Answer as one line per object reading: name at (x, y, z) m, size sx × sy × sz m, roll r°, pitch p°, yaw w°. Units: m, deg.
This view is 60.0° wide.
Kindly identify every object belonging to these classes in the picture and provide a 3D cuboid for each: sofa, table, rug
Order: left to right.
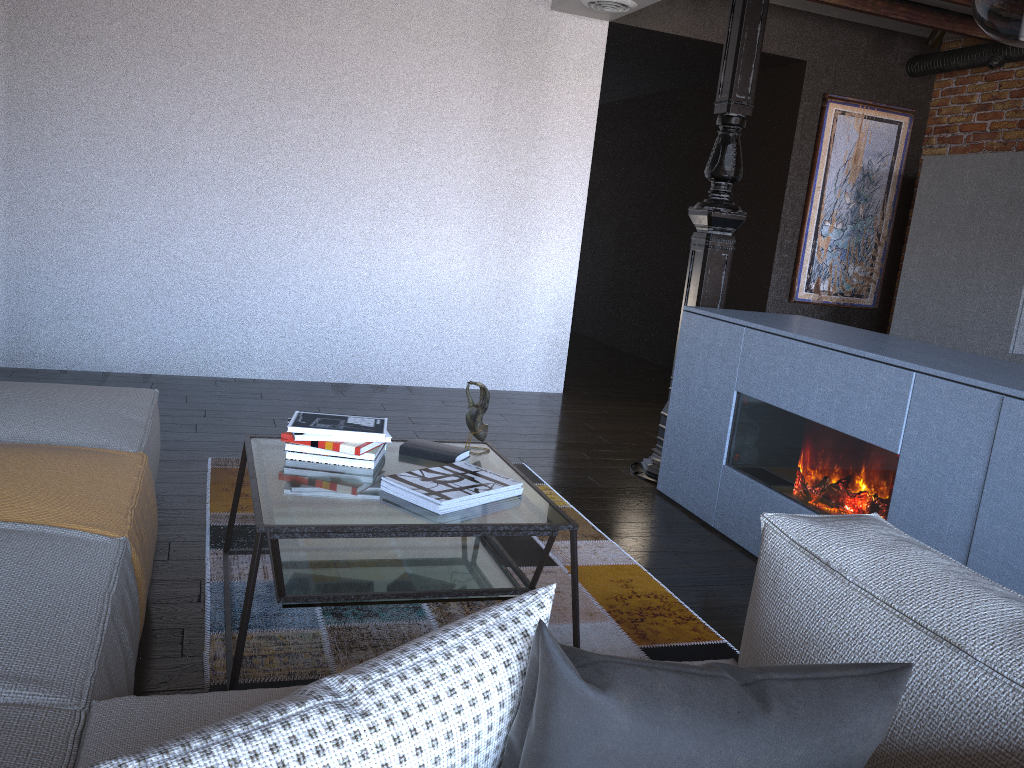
sofa at (-0.673, 0.381, 1.916) m, size 2.536 × 0.698 × 3.296 m, roll 3°, pitch 11°, yaw -20°
table at (-0.335, 0.437, 2.429) m, size 0.842 × 0.389 × 0.847 m, roll 3°, pitch 11°, yaw -19°
rug at (-0.237, 0.584, 2.855) m, size 1.432 × 0.013 × 2.361 m, roll 3°, pitch 11°, yaw -19°

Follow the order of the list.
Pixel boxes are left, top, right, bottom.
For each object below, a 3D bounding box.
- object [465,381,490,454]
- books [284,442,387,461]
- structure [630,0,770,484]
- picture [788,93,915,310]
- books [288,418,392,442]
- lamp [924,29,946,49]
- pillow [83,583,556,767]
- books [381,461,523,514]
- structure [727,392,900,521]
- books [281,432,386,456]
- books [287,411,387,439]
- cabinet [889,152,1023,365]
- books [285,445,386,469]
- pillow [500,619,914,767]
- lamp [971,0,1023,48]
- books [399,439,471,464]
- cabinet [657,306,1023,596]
object at (-0.112, 0.096, 2.726) m, size 0.099 × 0.223 × 0.093 m, roll 10°, pitch 11°, yaw 20°
books at (-0.498, 0.168, 2.532) m, size 0.251 × 0.023 × 0.209 m, roll 6°, pitch 10°, yaw 0°
structure at (-2.221, -0.628, 1.594) m, size 8.513 × 2.396 × 0.481 m, roll -2°, pitch 14°, yaw -38°
picture at (2.469, -1.296, 6.454) m, size 0.780 × 1.472 × 0.067 m, roll 3°, pitch 11°, yaw -19°
books at (-0.492, 0.130, 2.521) m, size 0.268 × 0.014 × 0.196 m, roll 3°, pitch 11°, yaw -20°
lamp at (2.749, -2.273, 5.735) m, size 0.130 × 0.207 × 0.091 m, roll 16°, pitch 14°, yaw 42°
pillow at (-0.174, 0.391, 0.835) m, size 0.543 × 0.402 × 0.250 m, roll -1°, pitch 13°, yaw -37°
books at (-0.153, 0.266, 2.312) m, size 0.225 × 0.038 × 0.308 m, roll 15°, pitch 14°, yaw 40°
structure at (1.152, 0.301, 3.109) m, size 0.332 × 0.395 × 0.942 m, roll 3°, pitch 11°, yaw -19°
books at (-0.497, 0.151, 2.504) m, size 0.239 × 0.023 × 0.190 m, roll 9°, pitch 11°, yaw 15°
books at (-0.490, 0.115, 2.518) m, size 0.268 × 0.014 × 0.196 m, roll 5°, pitch 11°, yaw -8°
cabinet at (3.496, -0.114, 3.966) m, size 0.713 × 1.810 × 4.169 m, roll 3°, pitch 11°, yaw -19°
books at (-0.499, 0.190, 2.536) m, size 0.247 × 0.024 × 0.209 m, roll 6°, pitch 10°, yaw 0°
pillow at (0.153, 0.399, 0.920) m, size 0.538 × 0.417 × 0.238 m, roll 0°, pitch 12°, yaw -29°
lamp at (1.487, -1.261, 2.399) m, size 0.364 × 0.665 × 0.364 m, roll -1°, pitch 13°, yaw -36°
books at (-0.228, 0.198, 2.646) m, size 0.181 × 0.029 × 0.129 m, roll 10°, pitch 11°, yaw 17°
cabinet at (1.441, 0.394, 2.629) m, size 0.607 × 0.845 × 2.956 m, roll 3°, pitch 11°, yaw -19°
